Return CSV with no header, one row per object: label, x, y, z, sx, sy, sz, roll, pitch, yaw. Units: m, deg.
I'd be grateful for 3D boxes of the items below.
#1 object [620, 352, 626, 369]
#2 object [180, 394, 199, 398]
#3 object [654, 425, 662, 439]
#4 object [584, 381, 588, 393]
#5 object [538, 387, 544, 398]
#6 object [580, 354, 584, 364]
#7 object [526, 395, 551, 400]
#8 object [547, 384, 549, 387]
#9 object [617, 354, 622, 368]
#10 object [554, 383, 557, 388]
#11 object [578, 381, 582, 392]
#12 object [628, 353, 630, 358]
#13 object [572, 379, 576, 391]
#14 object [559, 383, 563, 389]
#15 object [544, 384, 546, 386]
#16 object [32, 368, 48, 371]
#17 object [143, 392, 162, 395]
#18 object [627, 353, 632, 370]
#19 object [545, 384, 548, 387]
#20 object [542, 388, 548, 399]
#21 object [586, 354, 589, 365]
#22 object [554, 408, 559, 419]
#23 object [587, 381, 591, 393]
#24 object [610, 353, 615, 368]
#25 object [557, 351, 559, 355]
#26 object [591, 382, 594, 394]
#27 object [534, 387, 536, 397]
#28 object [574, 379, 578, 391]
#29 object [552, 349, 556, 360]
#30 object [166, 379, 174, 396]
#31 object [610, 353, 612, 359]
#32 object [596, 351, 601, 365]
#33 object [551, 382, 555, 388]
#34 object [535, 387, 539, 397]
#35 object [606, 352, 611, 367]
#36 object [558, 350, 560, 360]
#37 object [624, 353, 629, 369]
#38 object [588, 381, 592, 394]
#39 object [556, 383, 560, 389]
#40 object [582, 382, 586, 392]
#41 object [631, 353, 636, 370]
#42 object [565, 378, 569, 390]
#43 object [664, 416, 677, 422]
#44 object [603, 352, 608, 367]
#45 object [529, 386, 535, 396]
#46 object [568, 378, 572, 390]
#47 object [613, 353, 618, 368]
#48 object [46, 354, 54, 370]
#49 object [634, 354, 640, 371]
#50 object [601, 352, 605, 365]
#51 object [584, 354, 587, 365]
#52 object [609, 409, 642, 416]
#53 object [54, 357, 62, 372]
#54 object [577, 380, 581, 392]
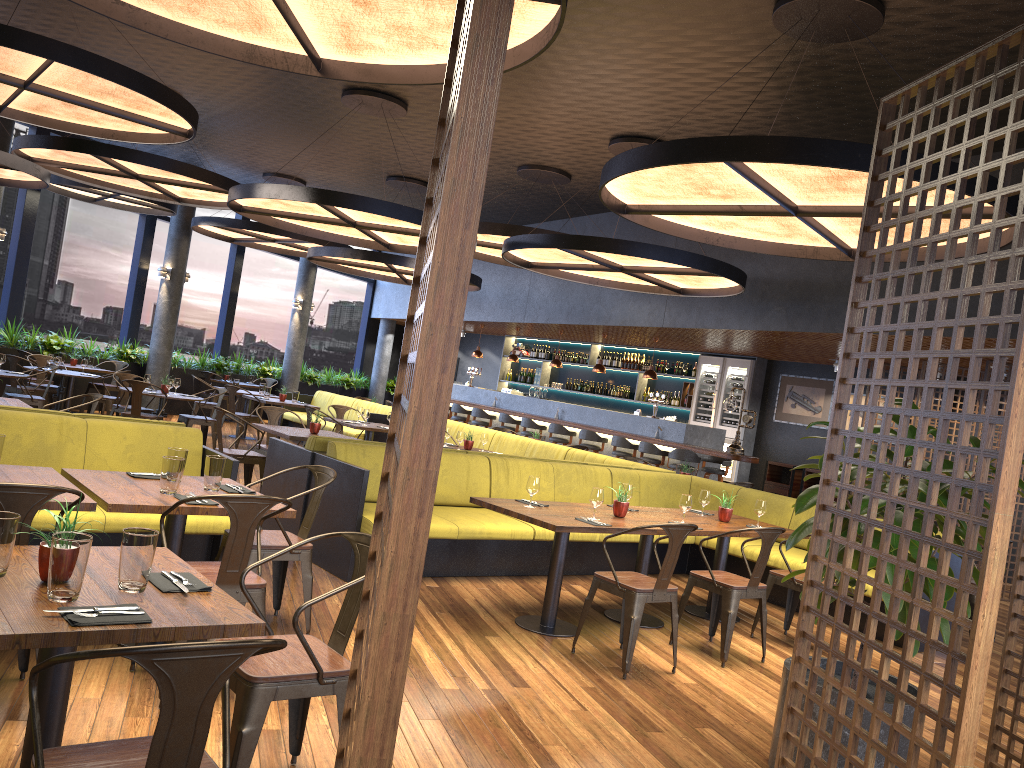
object,2.219,-0.463,17.618,0.084,0.330,0.084,9,0,-32
object,-4.157,0.149,11.367,0.255,0.019,0.157,9,0,-40
object,2.307,0.754,13.990,0.114,0.203,0.069,9,0,-4
object,1.543,0.057,18.410,0.063,0.254,0.063,9,0,-21
object,0.528,0.171,16.618,0.105,0.209,0.105,9,0,-4
object,1.474,-0.522,18.517,0.068,0.217,0.068,9,0,36
object,0.498,0.263,16.764,0.273,0.019,0.437,9,0,-39
object,0.796,0.037,19.327,0.042,0.059,0.042,9,0,13
object,2.172,-0.459,17.846,0.085,0.310,0.086,9,0,2
object,0.949,0.031,19.169,0.084,0.119,0.084,9,0,6
object,1.429,0.054,18.544,0.088,0.224,0.088,9,0,-24
object,2.309,-0.449,17.649,0.084,0.330,0.084,9,0,-32
object,1.317,0.022,18.811,0.063,0.254,0.063,9,0,9
object,1.057,0.048,19.033,0.084,0.119,0.084,9,0,6
object,0.723,0.026,19.419,0.042,0.059,0.042,9,0,13
object,-6.348,-0.200,11.995,0.157,0.019,0.255,9,0,28
object,-4.388,0.110,10.858,0.157,0.019,0.255,9,0,4
object,2.335,-0.445,17.473,0.084,0.330,0.084,9,0,-32
object,0.753,0.030,19.322,0.042,0.059,0.042,9,0,13
object,0.613,0.185,16.696,0.105,0.209,0.105,9,0,-4
object,1.586,-0.507,18.420,0.088,0.224,0.088,9,0,-24
object,0.816,0.521,15.866,0.114,0.203,0.069,9,0,40
object,1.610,0.068,18.454,0.063,0.254,0.063,9,0,-6
object,2.052,-0.478,17.992,0.085,0.310,0.086,9,0,-28
object,1.005,-0.613,19.291,0.063,0.254,0.063,9,0,29
object,1.672,0.077,18.367,0.063,0.254,0.063,9,0,24
object,0.469,0.162,16.873,0.105,0.209,0.105,9,0,-4
object,1.363,0.029,18.688,0.063,0.254,0.063,9,0,-11
object,0.915,-0.627,19.233,0.063,0.254,0.063,9,0,34
object,-4.236,0.040,10.963,0.097,0.206,0.097,9,0,-32
object,1.994,-0.487,18.070,0.085,0.310,0.086,9,0,2
object,1.783,-0.521,18.180,0.085,0.310,0.086,9,0,-11
object,0.897,0.023,19.235,0.084,0.119,0.084,9,0,6
object,0.490,0.165,16.751,0.105,0.209,0.105,9,0,-4
object,1.962,-0.493,17.955,0.085,0.310,0.086,9,0,-11
object,1.008,-0.613,19.161,0.063,0.254,0.063,9,0,24
object,2.277,-0.454,17.546,0.084,0.330,0.084,9,0,-32
object,1.622,0.069,18.298,0.063,0.254,0.063,9,0,4
object,1.003,0.039,19.102,0.084,0.119,0.084,9,0,6
object,1.533,0.071,18.593,0.088,0.224,0.088,9,0,26
object,2.394,-0.436,17.390,0.084,0.330,0.084,9,0,-32
object,1.172,-0.001,18.838,0.063,0.254,0.063,9,0,24
object,2.519,0.541,14.066,0.177,0.091,0.091,9,0,26
object,1.907,-0.501,18.029,0.085,0.310,0.086,9,0,-5
object,0.378,0.147,16.814,0.105,0.209,0.105,9,0,-4
object,1.234,0.008,18.759,0.063,0.254,0.063,9,0,39
object,2.084,-0.474,17.805,0.085,0.310,0.086,9,0,-5
object,-6.436,-0.308,12.349,0.097,0.206,0.097,9,0,38
object,2.456,-0.426,17.316,0.084,0.330,0.084,9,0,-32
object,1.873,-0.506,18.216,0.085,0.310,0.086,9,0,-24
object,1.550,-0.510,18.569,0.068,0.217,0.068,9,0,-34
object,1.858,0.431,14.937,0.200,0.106,0.766,9,0,-39
object,-6.165,-0.266,12.034,0.097,0.206,0.097,9,0,20
object,1.430,0.040,18.746,0.063,0.254,0.063,9,0,24
